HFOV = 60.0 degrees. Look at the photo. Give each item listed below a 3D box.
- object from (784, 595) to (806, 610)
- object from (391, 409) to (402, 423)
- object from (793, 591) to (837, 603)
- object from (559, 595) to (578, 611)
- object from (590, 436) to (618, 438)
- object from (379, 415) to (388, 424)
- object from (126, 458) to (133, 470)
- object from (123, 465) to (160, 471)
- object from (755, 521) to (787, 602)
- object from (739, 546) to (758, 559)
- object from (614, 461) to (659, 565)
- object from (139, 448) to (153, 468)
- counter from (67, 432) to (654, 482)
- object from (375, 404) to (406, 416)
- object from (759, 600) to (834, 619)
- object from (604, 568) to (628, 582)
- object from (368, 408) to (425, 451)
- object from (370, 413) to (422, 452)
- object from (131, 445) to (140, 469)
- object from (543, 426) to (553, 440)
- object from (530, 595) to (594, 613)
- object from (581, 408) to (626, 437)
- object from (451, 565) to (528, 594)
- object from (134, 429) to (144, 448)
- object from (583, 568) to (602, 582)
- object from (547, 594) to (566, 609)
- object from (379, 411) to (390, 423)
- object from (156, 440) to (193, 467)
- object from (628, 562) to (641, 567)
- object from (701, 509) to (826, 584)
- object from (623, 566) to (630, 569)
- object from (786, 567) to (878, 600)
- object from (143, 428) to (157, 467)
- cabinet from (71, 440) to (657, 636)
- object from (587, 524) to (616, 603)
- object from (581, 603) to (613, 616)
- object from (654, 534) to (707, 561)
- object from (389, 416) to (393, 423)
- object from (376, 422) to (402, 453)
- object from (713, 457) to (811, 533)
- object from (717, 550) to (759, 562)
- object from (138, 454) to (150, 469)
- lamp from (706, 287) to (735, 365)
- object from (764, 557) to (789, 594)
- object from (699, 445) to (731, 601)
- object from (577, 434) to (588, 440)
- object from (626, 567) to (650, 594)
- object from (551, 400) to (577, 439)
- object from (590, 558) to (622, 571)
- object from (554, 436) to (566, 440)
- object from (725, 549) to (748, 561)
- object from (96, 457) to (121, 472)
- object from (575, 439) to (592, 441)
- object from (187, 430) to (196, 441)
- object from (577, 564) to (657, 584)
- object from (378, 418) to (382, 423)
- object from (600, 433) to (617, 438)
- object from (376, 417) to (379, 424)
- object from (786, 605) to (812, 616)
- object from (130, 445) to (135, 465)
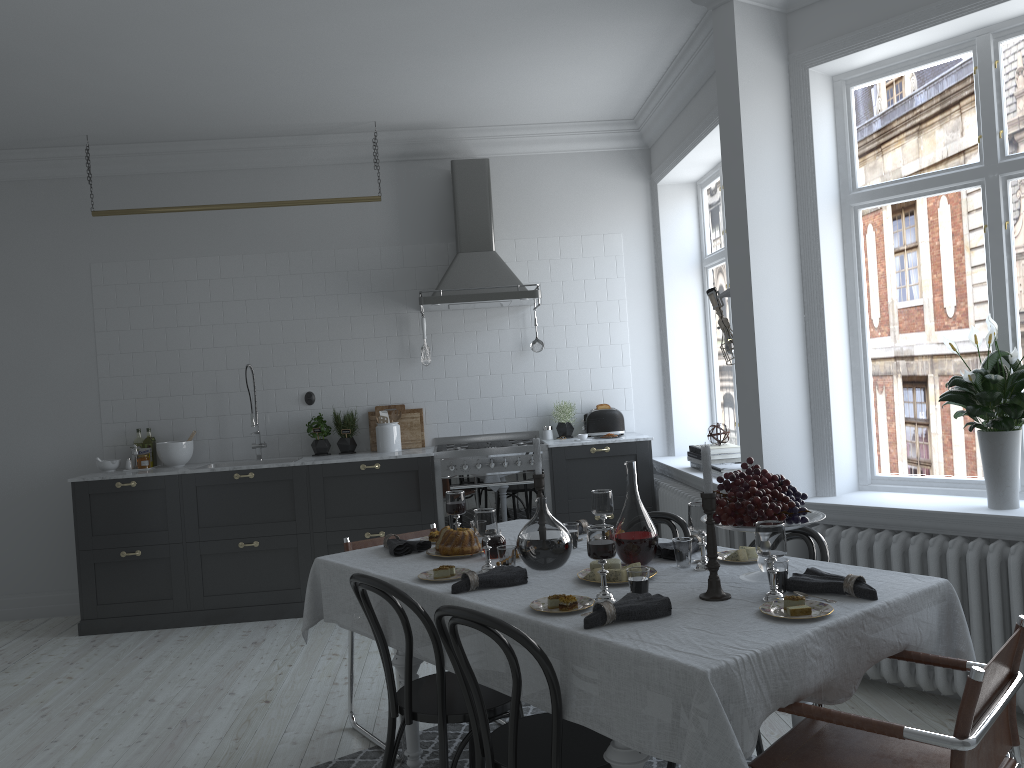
[{"bbox_3d":[0.745,0.577,2.339,0.057,0.037,0.021,-4,0,17],"label":"object"},{"bbox_3d":[-0.860,0.333,6.423,0.131,0.296,0.056,-4,0,-24],"label":"object"},{"bbox_3d":[0.831,0.584,2.432,0.031,0.012,0.131,-4,1,-41],"label":"object"},{"bbox_3d":[0.158,0.615,2.492,0.036,0.039,0.051,-4,0,36],"label":"object"},{"bbox_3d":[0.648,0.373,6.233,0.209,0.008,0.018,-4,0,31],"label":"object"},{"bbox_3d":[-0.927,0.354,6.351,0.054,0.262,0.149,-4,0,-29],"label":"object"},{"bbox_3d":[-2.690,0.563,6.229,0.046,0.084,0.046,-4,0,-17],"label":"object"},{"bbox_3d":[-2.634,0.599,6.312,0.180,0.008,0.272,-4,0,-4],"label":"object"},{"bbox_3d":[0.718,0.491,2.449,0.083,0.215,0.083,-4,0,1],"label":"object"},{"bbox_3d":[0.789,0.570,3.005,0.040,0.039,0.077,-4,0,-34],"label":"object"},{"bbox_3d":[0.415,0.439,3.020,0.152,0.352,0.152,-4,1,-43],"label":"object"},{"bbox_3d":[-2.622,0.530,6.347,0.077,0.141,0.044,-4,0,-4],"label":"object"},{"bbox_3d":[-0.992,0.503,6.252,3.902,0.020,0.624,-4,0,-4],"label":"counter"},{"bbox_3d":[-0.888,0.321,6.521,0.220,0.330,0.041,-4,0,-4],"label":"object"},{"bbox_3d":[0.739,0.590,2.307,0.182,0.013,0.182,-4,0,6],"label":"object"},{"bbox_3d":[0.320,0.601,2.775,0.077,0.040,0.040,-4,0,16],"label":"object"},{"bbox_3d":[-0.852,0.338,6.556,0.400,0.290,0.030,-4,0,-4],"label":"object"},{"bbox_3d":[-0.851,0.353,6.500,0.360,0.261,0.053,-4,0,-4],"label":"object"},{"bbox_3d":[-2.658,0.517,6.276,0.059,0.172,0.059,-4,0,28],"label":"object"},{"bbox_3d":[0.265,0.360,6.527,0.072,0.095,0.072,-3,1,42],"label":"object"},{"bbox_3d":[0.143,0.629,2.518,0.182,0.013,0.182,-4,0,11],"label":"object"},{"bbox_3d":[0.670,0.277,6.541,0.326,0.207,0.219,-4,0,1],"label":"object"},{"bbox_3d":[-0.059,0.618,2.819,0.165,0.061,0.247,-4,0,36],"label":"object"},{"bbox_3d":[-2.685,0.463,6.398,0.066,0.282,0.066,-4,0,-9],"label":"object"},{"bbox_3d":[0.259,0.594,2.787,0.039,0.040,0.078,-4,0,-29],"label":"object"},{"bbox_3d":[0.129,0.617,2.521,0.057,0.037,0.021,-4,0,-23],"label":"object"},{"bbox_3d":[-0.894,0.337,6.392,0.064,0.290,0.141,-4,0,-30],"label":"object"},{"bbox_3d":[-2.396,0.499,6.315,0.247,0.175,0.247,-4,0,10],"label":"object"},{"bbox_3d":[0.386,0.594,2.870,0.039,0.040,0.077,-4,0,-24],"label":"object"},{"bbox_3d":[0.768,0.497,2.702,0.367,0.188,0.367,-4,0,38],"label":"object"},{"bbox_3d":[0.365,0.599,2.813,0.040,0.039,0.077,-4,0,-34],"label":"object"},{"bbox_3d":[0.919,0.555,2.504,0.247,0.061,0.165,-4,0,36],"label":"object"},{"bbox_3d":[-2.603,0.458,6.399,0.089,0.282,0.082,-4,0,-4],"label":"object"},{"bbox_3d":[-0.956,1.018,6.244,3.897,1.012,0.646,-4,0,-4],"label":"cabinet"},{"bbox_3d":[0.262,0.521,2.567,0.083,0.215,0.083,-4,0,1],"label":"object"},{"bbox_3d":[0.244,0.623,2.451,0.131,0.012,0.031,-4,0,-36],"label":"object"},{"bbox_3d":[0.584,0.573,3.145,0.165,0.061,0.247,-4,0,36],"label":"object"},{"bbox_3d":[-0.867,0.356,6.425,0.050,0.247,0.114,-4,0,-39],"label":"object"},{"bbox_3d":[-0.889,0.383,6.383,0.174,0.208,0.174,-4,0,-8],"label":"object"},{"bbox_3d":[0.756,0.333,2.689,0.347,0.215,0.318,-4,1,-41],"label":"object"},{"bbox_3d":[0.774,0.583,2.988,0.182,0.013,0.182,-4,0,-4],"label":"object"},{"bbox_3d":[-2.592,0.548,6.246,0.078,0.101,0.078,-4,0,25],"label":"object"},{"bbox_3d":[1.117,-0.001,4.376,0.131,0.977,0.312,-4,0,-29],"label":"lamp"},{"bbox_3d":[0.755,0.547,2.523,0.066,0.094,0.066,-4,0,-15],"label":"object"},{"bbox_3d":[0.562,0.390,2.514,0.089,0.432,0.089,-4,0,19],"label":"object"},{"bbox_3d":[0.494,0.371,6.183,0.072,0.040,0.070,-4,0,-12],"label":"object"},{"bbox_3d":[0.361,0.573,2.522,0.066,0.094,0.066,-4,0,-15],"label":"object"},{"bbox_3d":[0.385,0.258,6.521,0.210,0.283,0.220,-4,0,9],"label":"object"},{"bbox_3d":[0.304,0.595,2.856,0.100,0.056,0.056,-4,0,13],"label":"object"},{"bbox_3d":[0.345,0.394,6.443,0.091,0.018,0.062,-4,0,-6],"label":"object"},{"bbox_3d":[0.754,0.571,2.981,0.039,0.040,0.078,-4,0,-29],"label":"object"},{"bbox_3d":[-2.838,0.562,6.248,0.159,0.110,0.172,-4,0,-9],"label":"object"},{"bbox_3d":[0.496,0.391,6.183,0.126,0.008,0.126,-4,0,23],"label":"object"},{"bbox_3d":[-2.341,0.457,6.348,0.042,0.232,0.209,-4,0,37],"label":"object"},{"bbox_3d":[0.336,0.612,2.834,0.251,0.018,0.251,-4,0,-4],"label":"object"},{"bbox_3d":[-0.901,0.358,6.420,0.118,0.250,0.033,-4,0,-4],"label":"object"},{"bbox_3d":[0.686,0.364,6.271,0.119,0.031,0.074,-4,0,29],"label":"object"},{"bbox_3d":[-0.922,0.359,6.375,0.117,0.251,0.061,-4,0,26],"label":"object"},{"bbox_3d":[0.742,0.586,2.296,0.057,0.021,0.037,-4,0,-4],"label":"object"},{"bbox_3d":[-2.690,0.519,6.332,0.059,0.172,0.059,-4,0,28],"label":"object"}]
